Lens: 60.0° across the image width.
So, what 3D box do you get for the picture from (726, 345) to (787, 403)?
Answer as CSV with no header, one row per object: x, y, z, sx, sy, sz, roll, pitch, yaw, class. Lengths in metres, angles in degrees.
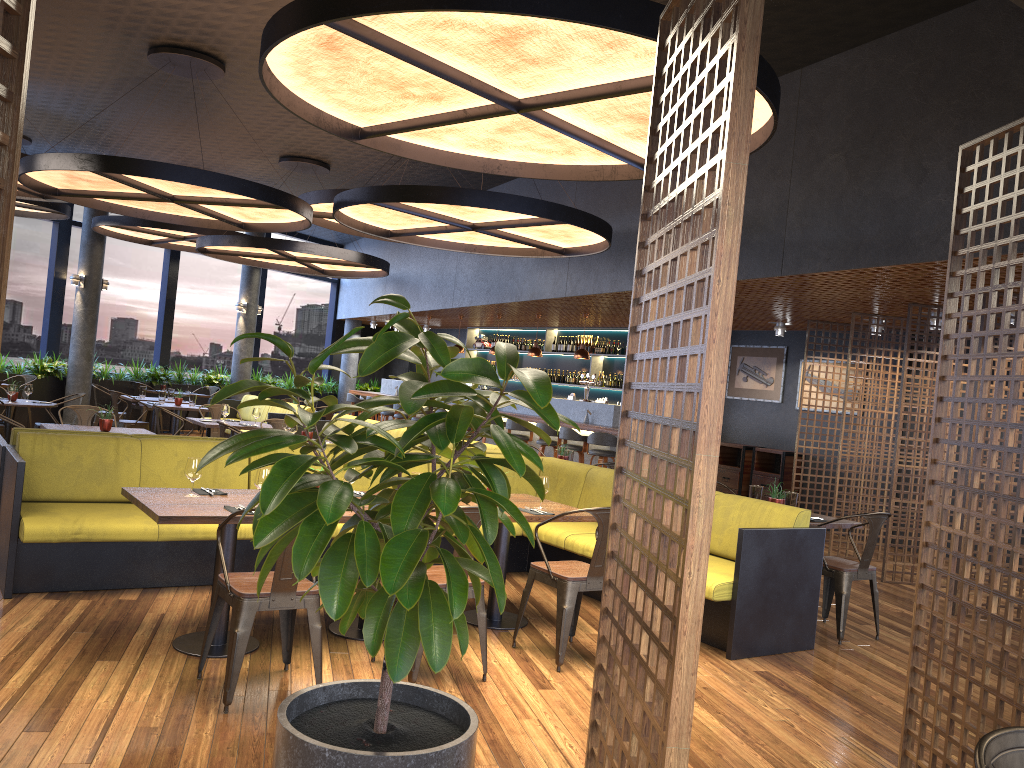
3.574,-0.161,13.028,0.028,0.809,1.039,6,0,-34,picture

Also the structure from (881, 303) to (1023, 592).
4.360,0.632,8.608,1.319,2.700,0.050,6,0,-4,structure

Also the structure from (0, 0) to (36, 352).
-1.026,0.078,1.338,0.050,2.700,0.852,6,0,-4,structure

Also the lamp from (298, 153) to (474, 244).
-1.194,-2.504,10.965,2.778,1.159,2.778,6,0,16,lamp

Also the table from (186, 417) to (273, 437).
-3.295,0.839,10.430,0.906,0.763,0.887,6,0,-34,table

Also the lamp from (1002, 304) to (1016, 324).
4.577,-0.632,8.024,0.228,0.172,0.228,6,0,-34,lamp

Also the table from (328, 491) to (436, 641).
-0.809,1.080,5.243,0.906,0.763,0.887,6,0,-34,table

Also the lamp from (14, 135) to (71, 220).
-7.674,-3.211,13.299,1.979,1.093,1.979,6,0,19,lamp

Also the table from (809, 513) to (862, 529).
1.975,1.362,6.778,0.887,0.763,0.906,6,0,-34,table

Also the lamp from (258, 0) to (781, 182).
0.105,-2.206,4.921,2.778,1.475,2.778,6,0,-34,lamp

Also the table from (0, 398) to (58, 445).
-5.901,0.577,10.355,1.007,0.760,1.007,6,0,43,table

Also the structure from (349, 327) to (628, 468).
0.352,0.241,15.324,2.700,2.700,9.298,6,0,-34,structure

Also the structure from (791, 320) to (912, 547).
4.186,0.619,11.009,1.319,2.700,0.050,6,0,-4,structure

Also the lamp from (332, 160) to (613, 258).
-0.321,-2.242,8.911,2.778,1.475,2.778,6,0,-30,lamp

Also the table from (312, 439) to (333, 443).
-2.100,0.956,8.820,1.007,0.760,1.007,6,0,3,table

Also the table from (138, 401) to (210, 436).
-4.850,0.687,12.758,0.887,0.763,0.906,6,0,-34,table

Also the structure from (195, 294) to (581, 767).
-0.330,0.622,2.630,0.993,1.763,1.166,6,0,26,structure

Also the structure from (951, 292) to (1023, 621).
4.447,0.639,7.407,1.319,2.700,0.050,6,0,-4,structure

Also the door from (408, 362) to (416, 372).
-2.336,0.306,21.676,0.137,2.056,1.012,6,0,-34,door

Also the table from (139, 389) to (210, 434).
-6.399,0.538,16.732,0.887,0.763,0.906,6,0,30,table

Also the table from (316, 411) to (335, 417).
-3.330,0.843,14.573,0.906,0.763,0.887,6,0,-34,table

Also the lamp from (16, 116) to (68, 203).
-6.289,-3.017,10.413,2.778,1.159,2.778,6,0,33,lamp

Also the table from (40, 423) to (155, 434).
-3.675,0.796,7.879,0.887,0.763,0.906,6,0,-34,table

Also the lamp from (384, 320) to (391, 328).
-2.787,-1.351,20.034,0.228,0.172,0.228,6,0,-34,lamp

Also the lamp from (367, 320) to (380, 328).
-3.239,-1.395,20.734,0.228,0.172,0.228,6,0,-34,lamp

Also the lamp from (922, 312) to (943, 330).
4.383,-0.649,9.158,0.228,0.172,0.228,6,0,-34,lamp

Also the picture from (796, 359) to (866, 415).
4.287,0.033,11.955,0.028,0.697,1.039,6,0,-34,picture

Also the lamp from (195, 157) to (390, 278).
-3.142,-2.518,13.127,2.778,1.475,2.778,6,0,20,lamp

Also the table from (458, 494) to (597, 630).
-0.063,1.156,5.752,0.906,0.763,0.887,6,0,-34,table

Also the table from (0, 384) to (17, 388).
-8.291,0.342,13.540,0.887,0.763,0.906,6,0,30,table

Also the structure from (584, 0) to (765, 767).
0.374,0.220,2.292,0.050,2.700,0.852,6,0,-4,structure

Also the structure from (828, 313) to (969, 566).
4.273,0.626,9.808,1.319,2.700,0.050,6,0,-4,structure

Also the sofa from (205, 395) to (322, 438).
-4.076,0.691,14.030,0.966,0.914,3.061,6,0,-34,sofa

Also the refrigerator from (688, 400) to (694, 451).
2.571,0.228,14.111,0.454,2.109,1.159,6,0,-34,refrigerator

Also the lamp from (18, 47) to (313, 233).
-3.381,-2.549,9.028,2.778,1.475,2.778,6,0,15,lamp

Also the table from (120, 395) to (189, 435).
-5.575,0.616,13.830,0.906,0.763,0.887,6,0,-34,table

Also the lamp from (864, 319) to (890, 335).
4.254,-0.660,10.338,0.228,0.172,0.228,6,0,-34,lamp

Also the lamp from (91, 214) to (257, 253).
-5.368,-2.917,14.672,2.778,1.159,2.778,6,0,1,lamp

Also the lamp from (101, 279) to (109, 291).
-7.166,-1.733,15.564,0.215,0.215,0.189,6,0,31,lamp

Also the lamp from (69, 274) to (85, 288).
-7.416,-1.759,15.060,0.215,0.215,0.189,6,0,23,lamp

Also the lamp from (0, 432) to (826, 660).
1.308,0.316,7.104,9.057,2.714,3.017,6,0,-34,lamp

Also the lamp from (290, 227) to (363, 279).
-3.922,-2.826,17.978,1.979,1.093,1.979,6,0,19,lamp

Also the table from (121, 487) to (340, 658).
-1.550,1.005,4.731,0.906,0.763,0.887,6,0,-34,table

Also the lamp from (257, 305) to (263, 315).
-5.335,-1.544,18.631,0.215,0.215,0.189,6,0,35,lamp

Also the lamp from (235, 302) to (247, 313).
-5.566,-1.568,18.118,0.215,0.215,0.189,6,0,17,lamp

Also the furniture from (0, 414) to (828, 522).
-1.911,0.898,7.879,4.895,0.914,7.462,6,0,-39,furniture

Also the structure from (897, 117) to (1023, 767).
1.773,0.363,3.247,0.050,2.700,0.852,6,0,-4,structure

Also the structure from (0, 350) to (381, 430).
-7.272,0.123,16.374,0.808,1.413,17.112,6,0,31,structure
